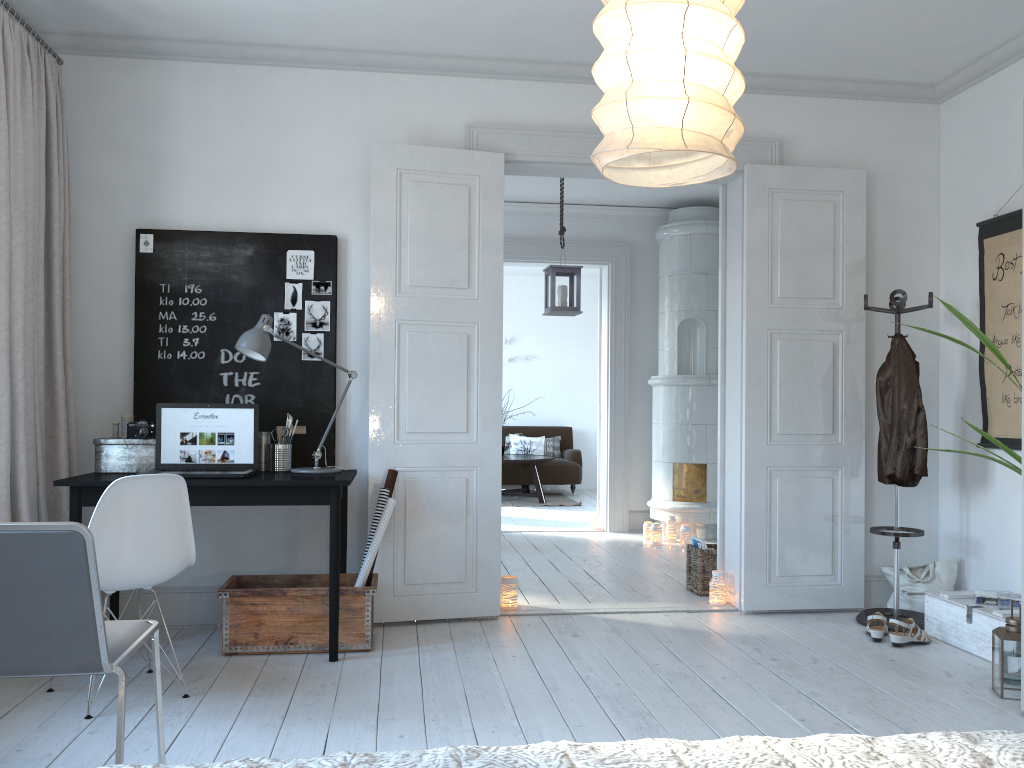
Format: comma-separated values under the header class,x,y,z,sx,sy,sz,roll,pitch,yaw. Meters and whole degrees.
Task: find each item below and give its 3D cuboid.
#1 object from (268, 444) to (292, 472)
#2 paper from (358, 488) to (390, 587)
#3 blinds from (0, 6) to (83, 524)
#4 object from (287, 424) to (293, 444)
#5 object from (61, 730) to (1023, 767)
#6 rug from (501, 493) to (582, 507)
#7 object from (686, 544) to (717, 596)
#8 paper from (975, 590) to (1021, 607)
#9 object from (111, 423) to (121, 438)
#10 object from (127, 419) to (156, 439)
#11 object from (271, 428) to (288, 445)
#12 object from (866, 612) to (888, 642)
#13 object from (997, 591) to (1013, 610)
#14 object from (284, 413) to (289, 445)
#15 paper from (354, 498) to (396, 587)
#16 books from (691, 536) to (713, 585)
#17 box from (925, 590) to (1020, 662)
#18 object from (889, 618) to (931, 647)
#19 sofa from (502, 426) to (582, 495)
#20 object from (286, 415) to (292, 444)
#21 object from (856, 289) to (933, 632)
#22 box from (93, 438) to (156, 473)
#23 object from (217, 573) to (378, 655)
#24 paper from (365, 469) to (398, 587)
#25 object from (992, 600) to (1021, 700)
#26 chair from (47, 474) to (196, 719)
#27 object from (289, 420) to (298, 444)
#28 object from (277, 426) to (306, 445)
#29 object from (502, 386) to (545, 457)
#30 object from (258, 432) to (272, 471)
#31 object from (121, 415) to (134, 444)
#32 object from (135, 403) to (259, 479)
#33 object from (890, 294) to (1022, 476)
class,x,y,z,sx,sy,sz,roll,pitch,yaw
object,-1.080,0.344,4.130,0.108,0.128,0.108,0,-1,8
paper,-0.668,0.818,4.079,0.043,0.669,0.266,0,-1,38
blinds,-2.002,-0.178,3.760,0.225,2.647,0.831,1,-1,-7
object,-1.051,0.296,4.139,0.009,0.222,0.082,0,-1,22
object,0.078,0.531,1.137,1.460,0.104,0.405,1,-2,-8
rug,-0.155,1.317,10.300,1.710,0.055,1.456,1,-2,-7
object,1.184,1.083,5.189,0.270,0.265,0.224,1,-1,-7
paper,2.220,0.973,4.011,0.222,0.031,0.175,0,-2,25
object,-1.815,0.213,4.061,0.040,0.069,0.040,1,-1,-19
object,-1.649,0.202,3.948,0.137,0.087,0.073,1,-1,-7
object,-1.091,0.304,4.139,0.081,0.198,0.050,0,-1,18
object,1.724,1.130,4.194,0.099,0.126,0.272,0,-1,25
object,2.135,0.943,3.844,0.060,0.081,0.060,1,-1,-42
object,-1.060,0.271,4.148,0.008,0.267,0.060,0,-1,9
paper,-0.660,0.834,4.020,0.283,0.626,0.041,1,-1,-29
books,1.171,1.050,5.188,0.201,0.300,0.179,1,-1,-7
box,2.187,1.080,3.955,0.376,0.218,0.641,1,-1,-7
object,1.832,1.127,4.066,0.272,0.126,0.099,1,-1,-35
sofa,-0.244,0.941,11.061,2.165,0.824,0.969,1,-1,-7
object,-1.055,0.274,4.149,0.012,0.264,0.062,0,-1,35
object,1.935,0.372,4.455,0.374,1.658,0.374,1,-1,0
box,-1.722,0.323,4.030,0.317,0.152,0.193,1,-1,-7
object,-0.938,1.020,3.952,0.664,0.282,0.339,1,-1,-7
paper,-0.650,0.778,4.153,0.048,0.747,0.297,0,-1,38
object,1.898,0.997,3.342,0.132,0.351,0.138,0,-1,15
chair,-1.424,0.726,3.247,0.474,0.824,0.554,1,-1,-42
object,-1.039,0.287,4.136,0.084,0.240,0.009,1,-1,-30
object,-1.040,0.303,4.189,0.138,0.209,0.034,1,-1,-27
object,-0.028,0.311,10.235,0.846,1.066,0.525,1,-1,-37
object,-1.178,0.320,4.189,0.079,0.188,0.079,1,-1,-28
object,-1.752,0.208,4.003,0.056,0.130,0.167,1,-1,-9
object,-1.344,0.241,3.819,0.445,0.315,0.325,1,-1,-7
object,2.060,0.399,3.507,1.043,1.553,0.289,0,-1,22
